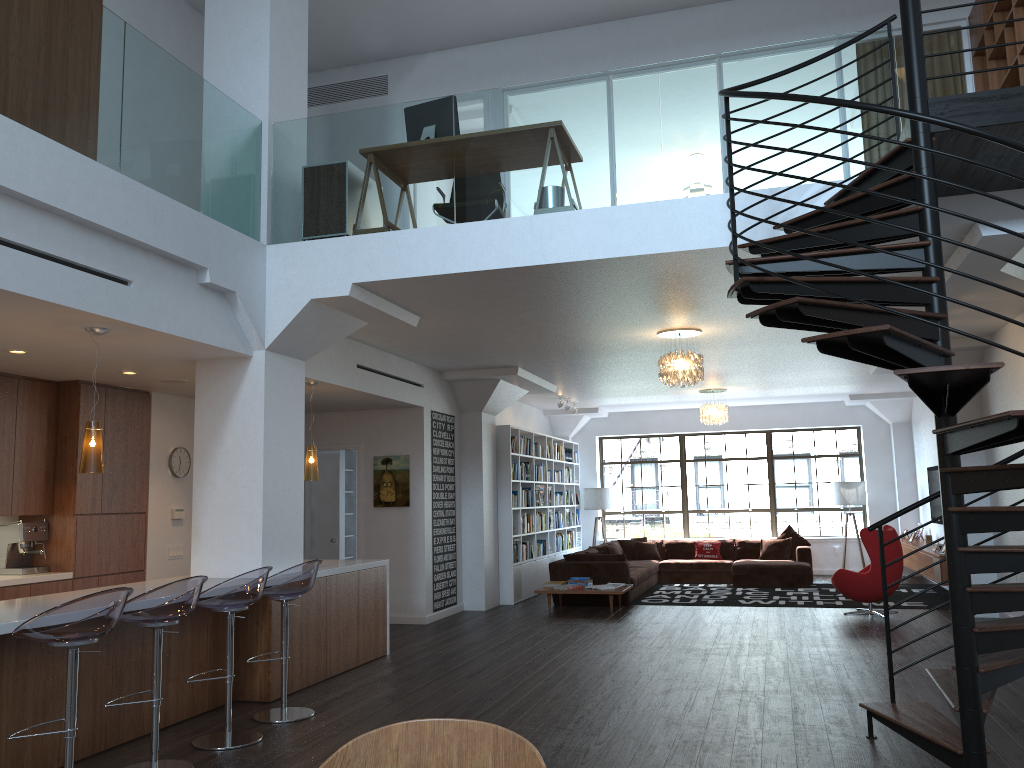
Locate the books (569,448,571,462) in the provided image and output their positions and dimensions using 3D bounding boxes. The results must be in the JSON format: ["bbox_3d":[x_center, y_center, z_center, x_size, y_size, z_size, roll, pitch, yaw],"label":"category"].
[{"bbox_3d":[0.955,1.281,15.862,0.183,0.253,0.042,-3,-8,16],"label":"books"}]

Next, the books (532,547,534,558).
[{"bbox_3d":[0.233,2.465,13.064,0.161,0.207,0.135,-3,-8,15],"label":"books"}]

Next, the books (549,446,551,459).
[{"bbox_3d":[0.548,1.119,14.447,0.161,0.223,0.032,-3,-8,16],"label":"books"}]

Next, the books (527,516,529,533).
[{"bbox_3d":[0.162,2.046,12.925,0.171,0.246,0.057,-3,-8,16],"label":"books"}]

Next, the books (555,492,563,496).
[{"bbox_3d":[0.803,1.956,15.131,0.140,0.231,0.042,-3,-8,16],"label":"books"}]

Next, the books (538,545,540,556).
[{"bbox_3d":[0.366,2.539,13.493,0.120,0.167,0.020,-3,-8,16],"label":"books"}]

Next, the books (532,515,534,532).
[{"bbox_3d":[0.234,2.072,13.165,0.183,0.253,0.034,-3,-8,16],"label":"books"}]

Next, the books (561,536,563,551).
[{"bbox_3d":[0.754,2.675,14.864,0.174,0.240,0.045,-3,-8,15],"label":"books"}]

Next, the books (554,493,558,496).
[{"bbox_3d":[0.698,1.924,14.778,0.140,0.206,0.042,-3,-8,16],"label":"books"}]

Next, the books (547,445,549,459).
[{"bbox_3d":[0.496,1.094,14.291,0.174,0.236,0.136,-3,-8,15],"label":"books"}]

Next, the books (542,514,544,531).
[{"bbox_3d":[0.398,2.140,13.723,0.180,0.259,0.060,-3,-8,15],"label":"books"}]

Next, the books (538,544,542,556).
[{"bbox_3d":[0.392,2.548,13.590,0.126,0.173,0.032,-3,-8,16],"label":"books"}]

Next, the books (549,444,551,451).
[{"bbox_3d":[0.552,1.110,14.484,0.160,0.251,0.039,-3,-8,16],"label":"books"}]

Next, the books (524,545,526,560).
[{"bbox_3d":[0.114,2.415,12.661,0.161,0.223,0.030,-3,-8,16],"label":"books"}]

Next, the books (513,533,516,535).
[{"bbox_3d":[-0.065,2.067,12.233,0.197,0.035,0.284,-2,-8,6],"label":"books"}]

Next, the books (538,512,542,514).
[{"bbox_3d":[0.383,2.119,13.680,0.176,0.290,0.036,-3,-8,15],"label":"books"}]

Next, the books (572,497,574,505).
[{"bbox_3d":[1.005,2.058,15.835,0.161,0.207,0.135,-3,-8,15],"label":"books"}]

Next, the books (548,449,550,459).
[{"bbox_3d":[0.519,1.115,14.339,0.161,0.207,0.130,-3,-8,15],"label":"books"}]

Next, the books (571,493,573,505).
[{"bbox_3d":[0.982,2.037,15.785,0.174,0.236,0.142,-3,-8,15],"label":"books"}]

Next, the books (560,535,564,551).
[{"bbox_3d":[0.776,2.672,14.899,0.183,0.253,0.034,-3,-8,15],"label":"books"}]

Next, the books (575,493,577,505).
[{"bbox_3d":[1.088,2.096,16.149,0.167,0.210,0.162,-3,-8,16],"label":"books"}]

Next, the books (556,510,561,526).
[{"bbox_3d":[0.720,2.263,14.826,0.176,0.293,0.125,-3,-8,16],"label":"books"}]

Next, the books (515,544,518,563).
[{"bbox_3d":[-0.011,2.343,12.282,0.183,0.253,0.042,-3,-8,16],"label":"books"}]

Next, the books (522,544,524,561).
[{"bbox_3d":[0.081,2.394,12.594,0.176,0.231,0.053,-3,-8,16],"label":"books"}]

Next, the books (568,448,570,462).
[{"bbox_3d":[0.930,1.270,15.779,0.183,0.253,0.042,-3,-8,16],"label":"books"}]

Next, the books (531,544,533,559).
[{"bbox_3d":[0.209,2.444,13.013,0.174,0.236,0.142,-3,-8,15],"label":"books"}]

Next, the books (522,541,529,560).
[{"bbox_3d":[0.155,2.411,12.848,0.180,0.259,0.042,-3,-8,16],"label":"books"}]

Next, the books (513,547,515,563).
[{"bbox_3d":[-0.045,2.339,12.129,0.161,0.223,0.032,-3,-8,16],"label":"books"}]

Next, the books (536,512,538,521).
[{"bbox_3d":[0.308,2.086,13.419,0.176,0.290,0.053,-3,-8,15],"label":"books"}]

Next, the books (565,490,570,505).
[{"bbox_3d":[0.927,2.004,15.620,0.180,0.259,0.042,-3,-8,16],"label":"books"}]

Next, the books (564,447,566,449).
[{"bbox_3d":[0.859,1.245,15.574,0.183,0.253,0.042,-3,-8,16],"label":"books"}]

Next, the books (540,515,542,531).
[{"bbox_3d":[0.361,2.135,13.607,0.174,0.240,0.045,-3,-8,15],"label":"books"}]

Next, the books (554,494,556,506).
[{"bbox_3d":[0.646,1.914,14.605,0.134,0.184,0.029,-3,-8,16],"label":"books"}]

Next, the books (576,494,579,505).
[{"bbox_3d":[1.122,2.103,16.234,0.182,0.215,0.188,-3,-8,16],"label":"books"}]

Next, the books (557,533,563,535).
[{"bbox_3d":[0.776,2.658,14.937,0.176,0.290,0.036,-3,-8,15],"label":"books"}]

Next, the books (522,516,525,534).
[{"bbox_3d":[0.100,2.021,12.727,0.171,0.246,0.057,-3,-8,16],"label":"books"}]

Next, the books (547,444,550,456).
[{"bbox_3d":[0.531,1.103,14.422,0.160,0.251,0.031,-3,-8,16],"label":"books"}]

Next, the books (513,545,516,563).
[{"bbox_3d":[-0.032,2.336,12.171,0.174,0.240,0.054,-3,-8,16],"label":"books"}]

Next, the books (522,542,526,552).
[{"bbox_3d":[0.113,2.395,12.702,0.183,0.253,0.042,-3,-8,16],"label":"books"}]

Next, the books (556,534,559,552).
[{"bbox_3d":[0.663,2.616,14.573,0.198,0.284,0.066,-3,-8,15],"label":"books"}]

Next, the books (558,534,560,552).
[{"bbox_3d":[0.702,2.626,14.677,0.176,0.290,0.053,-3,-8,15],"label":"books"}]

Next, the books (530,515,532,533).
[{"bbox_3d":[0.196,2.056,13.035,0.183,0.253,0.034,-3,-8,16],"label":"books"}]

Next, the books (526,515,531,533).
[{"bbox_3d":[0.183,2.053,13.005,0.183,0.253,0.034,-3,-8,16],"label":"books"}]

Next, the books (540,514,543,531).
[{"bbox_3d":[0.382,2.133,13.642,0.183,0.253,0.034,-3,-8,15],"label":"books"}]

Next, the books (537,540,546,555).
[{"bbox_3d":[0.463,2.553,13.865,0.140,0.231,0.042,-3,-8,16],"label":"books"}]

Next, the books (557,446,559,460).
[{"bbox_3d":[0.706,1.177,14.999,0.171,0.246,0.057,-3,-8,16],"label":"books"}]

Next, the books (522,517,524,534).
[{"bbox_3d":[0.084,2.019,12.683,0.159,0.241,0.038,-3,-8,16],"label":"books"}]

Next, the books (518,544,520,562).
[{"bbox_3d":[0.013,2.354,12.360,0.180,0.251,0.048,-3,-8,16],"label":"books"}]

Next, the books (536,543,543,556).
[{"bbox_3d":[0.405,2.545,13.646,0.139,0.191,0.036,-3,-8,16],"label":"books"}]

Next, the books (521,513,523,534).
[{"bbox_3d":[0.079,1.978,12.596,0.140,0.298,0.044,-3,-8,16],"label":"books"}]

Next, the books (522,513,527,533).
[{"bbox_3d":[0.120,2.009,12.810,0.176,0.290,0.053,-3,-8,16],"label":"books"}]

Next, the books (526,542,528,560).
[{"bbox_3d":[0.138,2.408,12.771,0.171,0.246,0.039,-3,-8,16],"label":"books"}]

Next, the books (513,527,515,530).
[{"bbox_3d":[-0.070,2.000,12.238,0.174,0.032,0.254,-3,-8,11],"label":"books"}]

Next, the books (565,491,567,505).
[{"bbox_3d":[0.864,1.981,15.363,0.174,0.240,0.054,-3,-8,16],"label":"books"}]

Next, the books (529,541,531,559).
[{"bbox_3d":[0.185,2.424,12.929,0.183,0.253,0.042,-3,-8,16],"label":"books"}]
